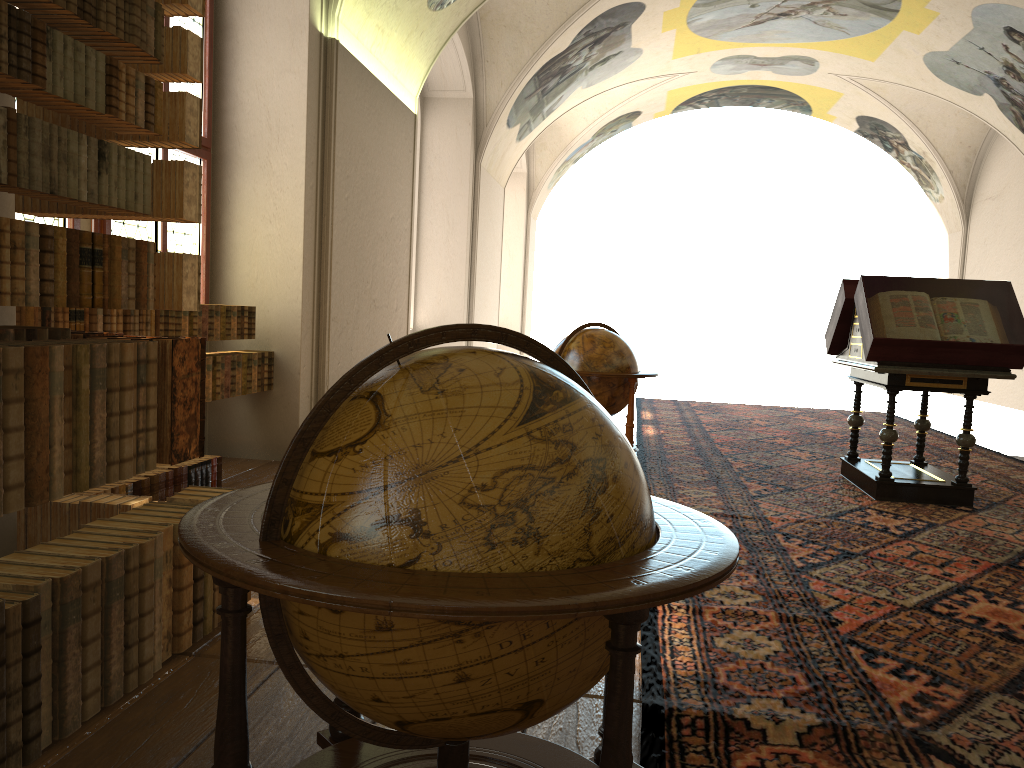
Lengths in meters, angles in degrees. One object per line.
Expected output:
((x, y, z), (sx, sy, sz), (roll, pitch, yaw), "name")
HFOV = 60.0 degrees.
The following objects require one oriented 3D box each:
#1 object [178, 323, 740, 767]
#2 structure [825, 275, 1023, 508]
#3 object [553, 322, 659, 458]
((-0.128, 0.579, 2.143), (1.279, 1.451, 1.276), (0, 6, -30), "object")
((3.694, 0.037, 8.183), (1.245, 1.985, 1.888), (3, 5, 8), "structure")
((0.787, 0.116, 8.758), (1.278, 1.451, 1.277), (-2, 7, -45), "object")
